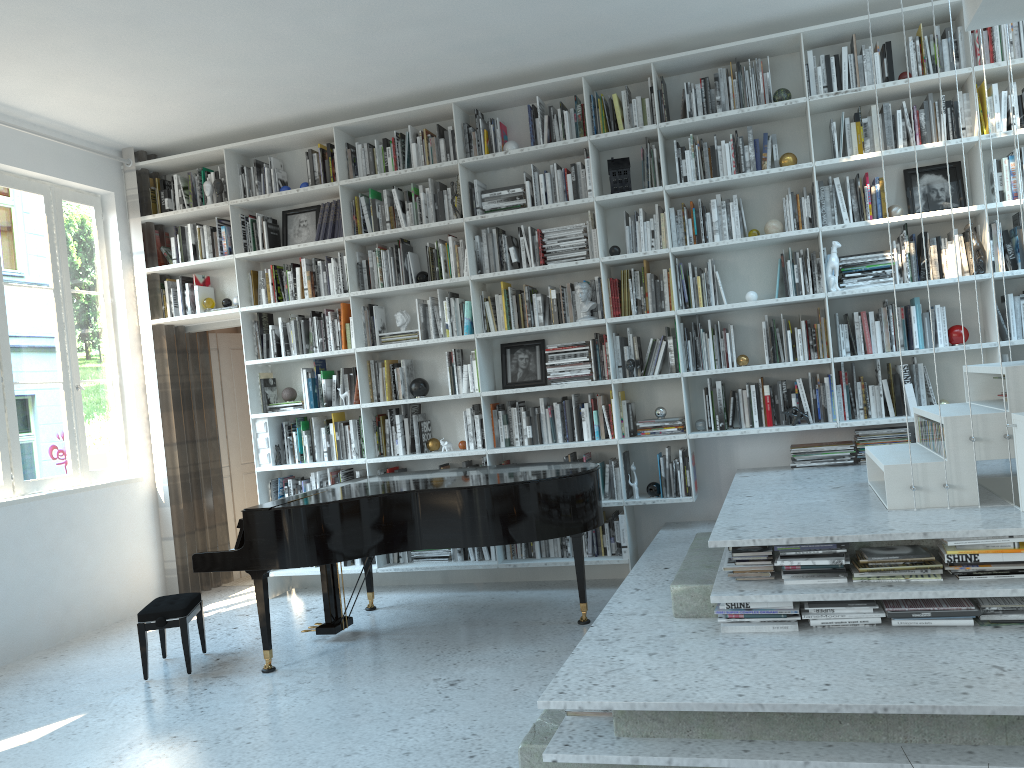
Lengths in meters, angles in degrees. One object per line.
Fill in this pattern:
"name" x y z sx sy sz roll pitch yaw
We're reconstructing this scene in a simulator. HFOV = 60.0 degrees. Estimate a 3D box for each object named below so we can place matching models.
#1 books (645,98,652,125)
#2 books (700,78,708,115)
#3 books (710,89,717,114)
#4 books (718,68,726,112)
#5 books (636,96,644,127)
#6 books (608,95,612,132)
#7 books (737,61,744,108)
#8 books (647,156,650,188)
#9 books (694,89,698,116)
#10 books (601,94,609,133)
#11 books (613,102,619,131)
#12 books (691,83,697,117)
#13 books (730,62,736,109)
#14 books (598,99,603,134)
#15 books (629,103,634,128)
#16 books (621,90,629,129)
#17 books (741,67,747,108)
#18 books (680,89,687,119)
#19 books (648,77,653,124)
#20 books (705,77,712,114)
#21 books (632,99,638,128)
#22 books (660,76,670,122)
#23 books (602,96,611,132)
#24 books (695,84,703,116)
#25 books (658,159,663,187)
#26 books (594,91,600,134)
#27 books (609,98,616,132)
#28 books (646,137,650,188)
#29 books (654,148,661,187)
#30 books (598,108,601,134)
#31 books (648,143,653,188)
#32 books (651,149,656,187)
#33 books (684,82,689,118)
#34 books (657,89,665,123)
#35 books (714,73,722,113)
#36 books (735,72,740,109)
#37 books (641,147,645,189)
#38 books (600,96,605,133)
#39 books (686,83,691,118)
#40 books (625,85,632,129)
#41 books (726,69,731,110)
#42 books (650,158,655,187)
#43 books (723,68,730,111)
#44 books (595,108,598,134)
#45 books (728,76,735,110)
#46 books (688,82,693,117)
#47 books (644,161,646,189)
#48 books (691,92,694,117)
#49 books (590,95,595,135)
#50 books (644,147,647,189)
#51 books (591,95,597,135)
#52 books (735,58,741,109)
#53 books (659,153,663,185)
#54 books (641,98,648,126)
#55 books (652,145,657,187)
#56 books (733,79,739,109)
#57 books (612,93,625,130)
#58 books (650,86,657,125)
"books" 0.849 -1.626 5.425 0.022 0.194 0.181 -5 0 17
"books" 1.163 -1.688 5.331 0.030 0.255 0.161 -5 0 17
"books" 1.221 -1.661 5.335 0.031 0.190 0.132 -5 0 17
"books" 1.264 -1.717 5.301 0.024 0.292 0.167 -5 0 17
"books" 0.795 -1.630 5.428 0.031 0.213 0.169 -5 0 17
"books" 0.625 -1.638 5.497 0.008 0.262 0.142 -5 0 17
"books" 1.357 -1.729 5.246 0.015 0.299 0.183 -5 0 17
"books" 0.851 -1.270 5.444 0.024 0.217 0.168 -5 0 17
"books" 1.123 -1.659 5.360 0.009 0.206 0.146 -5 0 17
"books" 0.585 -1.642 5.510 0.007 0.279 0.150 -5 0 17
"books" 0.651 -1.641 5.507 0.007 0.264 0.133 -5 0 17
"books" 1.104 -1.669 5.336 0.013 0.229 0.173 -5 0 17
"books" 1.320 -1.732 5.277 0.006 0.312 0.179 -5 0 17
"books" 0.567 -1.621 5.489 0.007 0.239 0.191 -5 0 17
"books" 0.749 -1.609 5.445 0.022 0.180 0.173 -5 0 17
"books" 0.716 -1.653 5.475 0.030 0.274 0.151 -5 0 17
"books" 1.385 -1.722 5.267 0.012 0.280 0.144 -5 0 17
"books" 1.037 -1.650 5.355 0.046 0.206 0.183 -5 0 17
"books" 0.864 -1.695 5.436 0.012 0.329 0.128 -5 0 17
"books" 1.188 -1.691 5.326 0.021 0.256 0.168 -5 0 17
"books" 0.770 -1.622 5.439 0.024 0.202 0.180 -5 0 17
"books" 0.935 -1.690 5.380 0.019 0.304 0.175 -5 0 17
"books" 0.602 -1.635 5.495 0.034 0.261 0.157 -5 0 17
"books" 1.137 -1.671 5.340 0.028 0.226 0.163 -5 0 17
"books" 0.923 -1.269 5.442 0.015 0.201 0.130 -5 0 17
"books" 0.548 -1.648 5.513 0.007 0.298 0.181 -5 0 17
"books" 0.632 -1.624 5.477 0.015 0.234 0.171 -5 0 17
"books" 0.840 -1.330 5.445 0.025 0.339 0.142 -5 0 17
"books" 0.894 -1.290 5.403 0.013 0.248 0.186 -5 0 17
"books" 0.566 -1.597 5.517 0.015 0.192 0.160 -5 0 17
"books" 0.851 -1.306 5.420 0.021 0.288 0.179 -5 0 17
"books" 0.876 -1.292 5.423 0.005 0.255 0.158 -5 0 17
"books" 1.063 -1.672 5.353 0.009 0.244 0.173 -5 0 17
"books" 0.921 -1.651 5.395 0.033 0.229 0.175 -5 0 17
"books" 1.234 -1.696 5.287 0.028 0.258 0.184 -5 0 17
"books" 1.347 -1.704 5.269 0.008 0.251 0.170 -5 0 17
"books" 0.812 -1.294 5.425 0.021 0.272 0.190 -5 0 17
"books" 0.576 -1.632 5.501 0.006 0.260 0.166 -5 0 17
"books" 1.075 -1.674 5.359 0.011 0.244 0.172 -5 0 17
"books" 0.729 -1.666 5.452 0.010 0.297 0.167 -5 0 17
"books" 1.302 -1.717 5.297 0.007 0.285 0.159 -5 0 17
"books" 0.873 -1.269 5.435 0.013 0.210 0.140 -5 0 17
"books" 1.287 -1.720 5.307 0.017 0.295 0.138 -5 0 17
"books" 0.547 -1.601 5.534 0.016 0.204 0.143 -5 0 17
"books" 1.311 -1.690 5.275 0.018 0.231 0.160 -5 0 17
"books" 1.088 -1.680 5.364 0.012 0.255 0.133 -5 0 17
"books" 0.832 -1.259 5.461 0.022 0.199 0.143 -5 0 17
"books" 1.099 -1.645 5.352 0.009 0.183 0.160 -5 0 17
"books" 0.521 -1.639 5.537 0.012 0.285 0.159 -5 0 17
"books" 0.831 -1.295 5.433 0.022 0.272 0.181 -5 0 17
"books" 0.525 -1.636 5.516 0.008 0.278 0.170 -5 0 17
"books" 1.350 -1.744 5.265 0.007 0.329 0.183 -5 0 17
"books" 0.925 -1.276 5.394 0.008 0.214 0.223 -5 0 17
"books" 0.828 -1.628 5.439 0.025 0.203 0.162 -5 0 17
"books" 0.891 -1.310 5.447 0.013 0.289 0.131 -5 0 17
"books" 1.333 -1.677 5.258 0.018 0.201 0.188 -5 0 17
"books" 0.671 -1.639 5.467 0.054 0.254 0.190 -5 0 17
"books" 0.877 -1.658 5.399 0.029 0.253 0.186 -5 0 17
